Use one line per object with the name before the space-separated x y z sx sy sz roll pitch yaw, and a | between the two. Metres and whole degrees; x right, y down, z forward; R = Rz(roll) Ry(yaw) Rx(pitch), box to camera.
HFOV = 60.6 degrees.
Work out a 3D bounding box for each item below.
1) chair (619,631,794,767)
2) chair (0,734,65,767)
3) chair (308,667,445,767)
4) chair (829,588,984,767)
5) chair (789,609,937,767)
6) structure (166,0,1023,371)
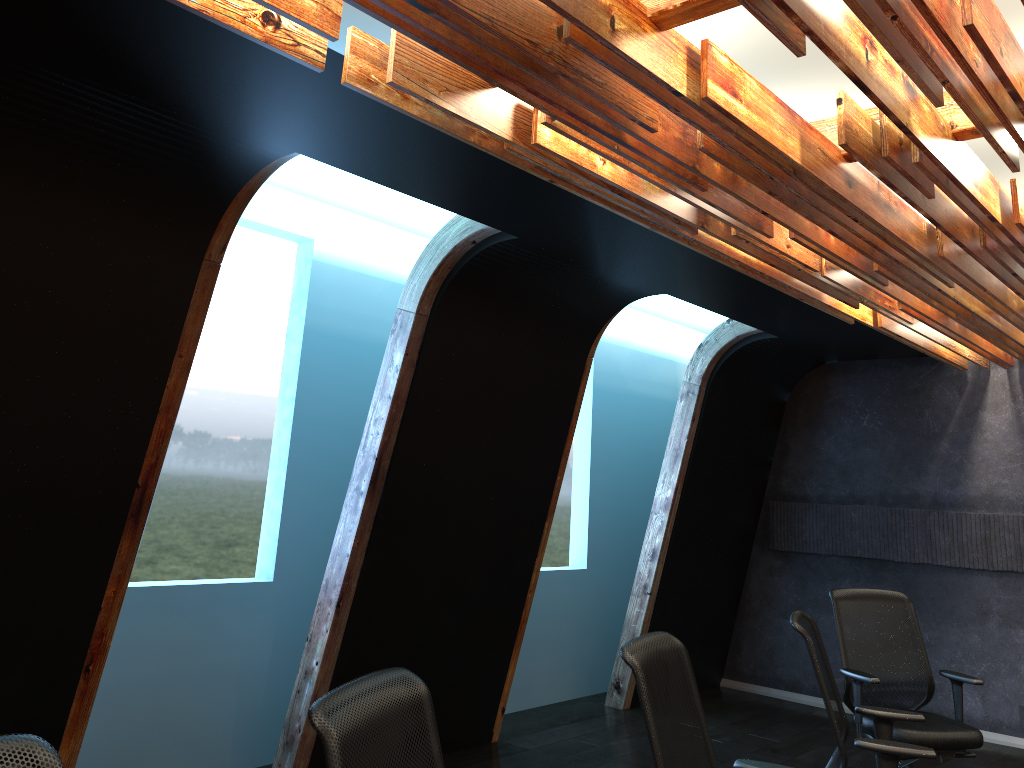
chair | 0.763 1.481 2.698 0.794 1.271 0.794 -3 -14 25
chair | -0.661 1.188 1.023 0.794 1.271 0.794 -3 -14 25
chair | -0.030 1.325 1.826 0.796 1.271 0.792 0 -13 16
chair | 2.259 1.848 4.947 0.815 1.271 0.773 6 -13 -13
chair | 1.607 1.653 3.685 0.795 1.271 0.793 -1 -13 21
structure | 1.726 0.358 1.751 4.488 3.072 11.289 -5 -11 41
